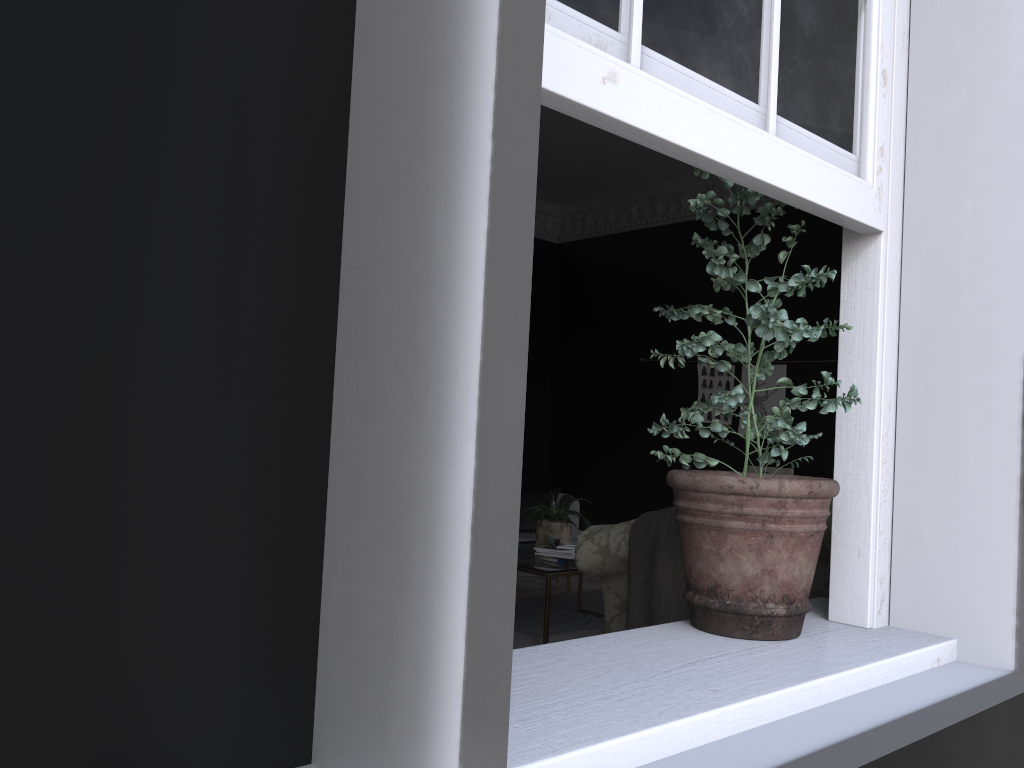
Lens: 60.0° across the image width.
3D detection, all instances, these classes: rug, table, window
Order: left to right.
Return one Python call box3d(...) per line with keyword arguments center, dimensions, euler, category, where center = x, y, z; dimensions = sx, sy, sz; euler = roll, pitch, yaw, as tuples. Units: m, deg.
box3d(center=(0.208, 1.649, 5.909), dimensions=(3.648, 0.050, 2.106), euler=(6, -4, -42), category="rug")
box3d(center=(0.358, 1.386, 5.839), dimensions=(1.450, 0.558, 1.092), euler=(6, -4, -42), category="table")
box3d(center=(0.367, -0.990, 1.678), dimensions=(1.264, 1.016, 0.056), euler=(6, -3, -42), category="window")

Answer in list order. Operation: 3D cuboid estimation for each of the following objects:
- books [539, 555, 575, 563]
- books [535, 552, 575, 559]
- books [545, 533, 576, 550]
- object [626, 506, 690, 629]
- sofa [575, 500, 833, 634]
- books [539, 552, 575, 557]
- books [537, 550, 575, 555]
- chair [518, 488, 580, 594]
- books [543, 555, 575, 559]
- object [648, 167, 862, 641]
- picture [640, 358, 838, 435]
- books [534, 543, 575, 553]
box3d(center=(0.304, 1.067, 5.437), dimensions=(0.232, 0.023, 0.162), euler=(6, -4, -42), category="books")
box3d(center=(0.325, 1.041, 5.451), dimensions=(0.252, 0.011, 0.319), euler=(1, -4, 29), category="books")
box3d(center=(0.365, 1.002, 5.513), dimensions=(0.273, 0.109, 0.322), euler=(3, -3, -7), category="books")
box3d(center=(1.138, 0.731, 3.440), dimensions=(1.367, 0.584, 0.517), euler=(3, -3, 7), category="object")
box3d(center=(1.763, 1.091, 4.153), dimensions=(2.815, 1.160, 1.606), euler=(6, -4, -41), category="sofa")
box3d(center=(0.336, 1.032, 5.463), dimensions=(0.252, 0.011, 0.319), euler=(2, -3, 19), category="books")
box3d(center=(0.318, 1.020, 5.457), dimensions=(0.252, 0.011, 0.319), euler=(2, -3, 19), category="books")
box3d(center=(0.147, 1.346, 7.828), dimensions=(0.819, 0.862, 0.771), euler=(3, -3, -2), category="chair")
box3d(center=(0.350, 1.055, 5.486), dimensions=(0.252, 0.011, 0.319), euler=(2, -3, 14), category="books")
box3d(center=(0.535, -0.017, 2.042), dimensions=(0.474, 1.133, 0.506), euler=(3, -2, -2), category="object")
box3d(center=(2.801, 0.099, 7.428), dimensions=(0.058, 0.770, 4.457), euler=(5, -4, -42), category="picture")
box3d(center=(0.312, 1.009, 5.452), dimensions=(0.252, 0.011, 0.319), euler=(1, -4, 24), category="books")
